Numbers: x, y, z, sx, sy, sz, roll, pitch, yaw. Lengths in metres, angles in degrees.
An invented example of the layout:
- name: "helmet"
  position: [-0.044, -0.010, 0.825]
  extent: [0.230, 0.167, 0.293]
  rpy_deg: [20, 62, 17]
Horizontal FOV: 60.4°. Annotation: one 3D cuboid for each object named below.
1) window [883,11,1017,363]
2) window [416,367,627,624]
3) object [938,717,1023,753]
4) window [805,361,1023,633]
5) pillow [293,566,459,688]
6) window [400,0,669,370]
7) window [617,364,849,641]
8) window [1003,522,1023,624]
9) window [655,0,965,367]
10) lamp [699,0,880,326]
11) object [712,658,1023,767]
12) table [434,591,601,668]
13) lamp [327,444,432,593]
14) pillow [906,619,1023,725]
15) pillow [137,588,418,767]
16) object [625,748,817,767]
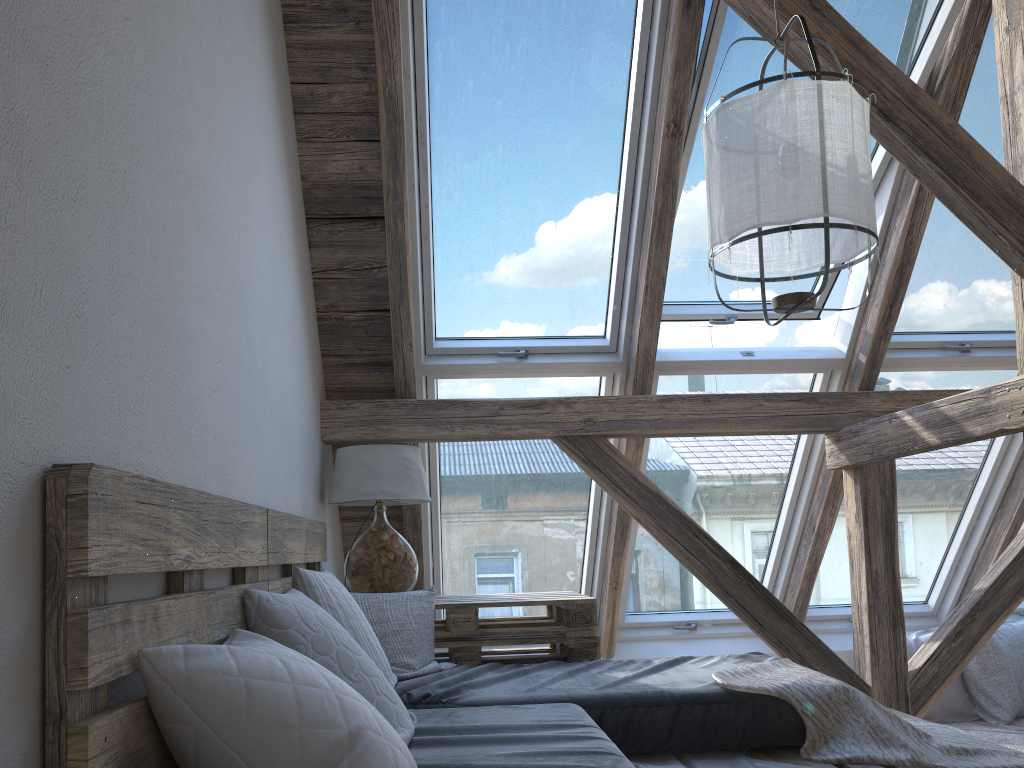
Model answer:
- name: "window"
  position: [1.890, -0.807, 3.226]
  extent: [0.855, 1.261, 1.111]
  rpy_deg: [-1, -7, -5]
- name: "window"
  position: [0.018, 0.590, 3.997]
  extent: [0.855, 1.261, 1.111]
  rpy_deg: [-1, -7, -5]
- name: "object"
  position: [3.362, 1.396, 3.382]
  extent: [3.185, 0.056, 2.222]
  rpy_deg: [-1, -11, -4]
- name: "window"
  position: [1.851, 0.559, 4.141]
  extent: [0.855, 1.261, 1.111]
  rpy_deg: [-1, -7, -5]
- name: "pillow"
  position: [-0.460, 0.762, 2.765]
  extent: [0.387, 0.393, 0.981]
  rpy_deg: [-3, -10, 12]
- name: "window"
  position: [0.057, -0.777, 3.082]
  extent: [0.855, 1.261, 1.111]
  rpy_deg: [-1, -7, -5]
- name: "window"
  position: [0.935, 0.575, 4.069]
  extent: [0.855, 1.261, 1.111]
  rpy_deg: [-1, -7, -5]
- name: "window"
  position: [2.768, 0.544, 4.213]
  extent: [0.855, 1.261, 1.111]
  rpy_deg: [-1, -7, -5]
- name: "window"
  position: [0.970, -0.783, 3.200]
  extent: [0.855, 1.260, 1.369]
  rpy_deg: [-1, -8, -5]
- name: "lamp"
  position: [0.676, -0.926, 2.218]
  extent: [0.409, 1.500, 0.402]
  rpy_deg: [-5, -5, 36]
- name: "object"
  position: [1.183, 1.089, 2.674]
  extent: [1.013, 0.468, 0.819]
  rpy_deg: [-6, -10, 25]
- name: "table"
  position: [-0.195, 1.216, 3.539]
  extent: [1.016, 0.694, 0.684]
  rpy_deg: [-1, -7, -5]
- name: "lamp"
  position: [-0.686, 0.874, 3.203]
  extent: [0.823, 1.270, 0.393]
  rpy_deg: [0, -5, -19]
- name: "pillow"
  position: [2.275, 1.403, 4.305]
  extent: [1.133, 0.519, 0.441]
  rpy_deg: [0, -7, -12]
- name: "pillow"
  position: [-0.344, 0.564, 1.672]
  extent: [0.350, 0.350, 1.147]
  rpy_deg: [-1, -10, -5]
- name: "object"
  position: [0.442, 1.132, 2.341]
  extent: [0.708, 0.274, 0.512]
  rpy_deg: [2, -10, -20]
